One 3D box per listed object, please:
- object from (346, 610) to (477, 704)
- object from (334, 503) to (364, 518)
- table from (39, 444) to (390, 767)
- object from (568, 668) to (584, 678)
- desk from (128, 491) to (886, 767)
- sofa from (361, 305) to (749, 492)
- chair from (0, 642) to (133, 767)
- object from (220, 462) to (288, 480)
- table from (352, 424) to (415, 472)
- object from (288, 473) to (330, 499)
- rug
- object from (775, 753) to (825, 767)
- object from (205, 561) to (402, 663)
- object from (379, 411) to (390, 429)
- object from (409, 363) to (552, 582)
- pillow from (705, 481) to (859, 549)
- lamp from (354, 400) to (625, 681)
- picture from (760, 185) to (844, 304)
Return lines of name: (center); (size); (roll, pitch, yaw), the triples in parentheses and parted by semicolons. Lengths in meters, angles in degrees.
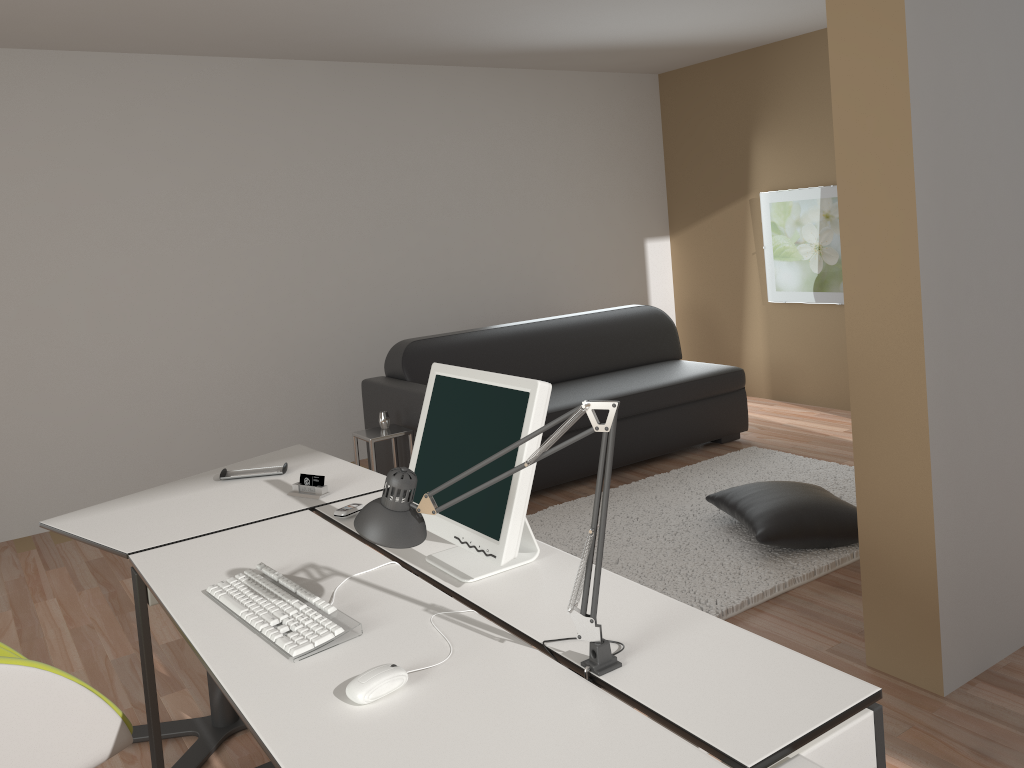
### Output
object: (-0.173, 0.492, 1.594); (0.140, 0.079, 0.375); (1, 11, 35)
object: (-0.447, 0.348, 2.416); (0.047, 0.021, 0.085); (2, 11, 35)
table: (-0.911, 0.685, 2.773); (0.934, 0.682, 0.813); (-10, 9, -36)
object: (0.188, 0.600, 1.837); (0.134, 0.002, 0.120); (-11, 12, -33)
desk: (-0.175, 0.793, 1.819); (0.811, 0.680, 1.608); (-9, 10, -33)
sofa: (0.334, 0.058, 5.321); (2.277, 0.828, 0.955); (-11, 9, -33)
chair: (-1.090, 0.824, 1.756); (0.620, 0.803, 0.605); (-1, 7, 32)
object: (-0.860, 0.291, 2.937); (0.216, 0.030, 0.091); (-5, 9, -3)
table: (-0.643, 0.473, 4.511); (0.240, 0.466, 0.227); (-8, 5, -33)
object: (-0.617, 0.307, 2.658); (0.130, 0.055, 0.049); (1, 8, 32)
rug: (0.994, 0.625, 4.133); (2.042, 0.045, 1.456); (-11, 12, -33)
object: (0.256, 0.920, 0.964); (0.626, 0.670, 0.309); (-9, 6, -33)
object: (-0.387, 0.457, 1.891); (0.391, 0.079, 0.457); (-12, 12, -37)
object: (-0.661, 0.187, 4.557); (0.057, 0.085, 0.058); (-2, 6, 27)
object: (-0.089, 0.189, 2.008); (0.199, 0.427, 0.468); (-7, 7, -33)
pillow: (1.224, 0.558, 3.839); (0.582, 0.208, 0.616); (-6, 9, -8)
lamp: (-0.039, 0.284, 1.589); (0.538, 0.525, 0.141); (-2, 4, 22)
picture: (2.097, -0.972, 6.202); (0.019, 0.809, 0.819); (-7, 7, -33)
